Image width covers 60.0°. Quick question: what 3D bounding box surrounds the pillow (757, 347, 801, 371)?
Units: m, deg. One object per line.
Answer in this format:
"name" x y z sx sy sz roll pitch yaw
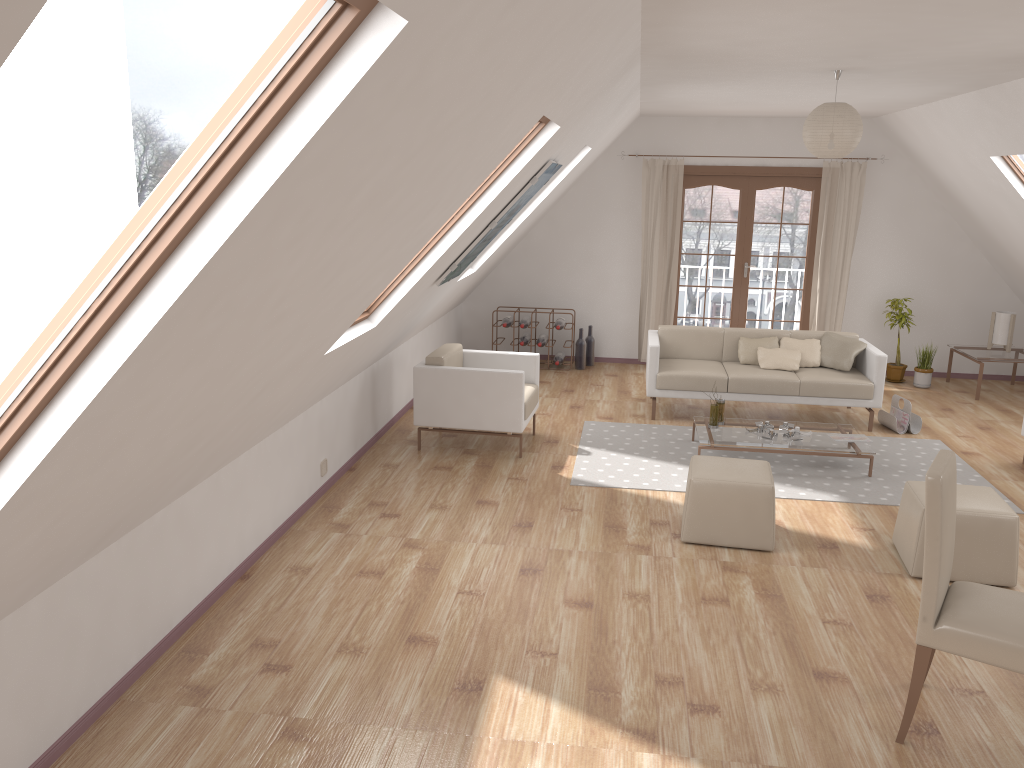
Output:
"pillow" 2.262 -0.208 7.511 0.363 0.170 0.227 4 13 13

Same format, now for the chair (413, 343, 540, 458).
"chair" -0.239 0.096 6.651 0.820 0.706 0.748 3 13 10

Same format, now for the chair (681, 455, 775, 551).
"chair" 1.233 0.653 5.040 0.506 0.394 0.506 4 13 12

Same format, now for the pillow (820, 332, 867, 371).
"pillow" 2.777 -0.280 7.525 0.269 0.276 0.424 -7 15 -32

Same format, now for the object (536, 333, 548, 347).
"object" 0.315 -0.451 9.402 0.109 0.109 0.435 3 13 8

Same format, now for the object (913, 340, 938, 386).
"object" 4.098 -0.205 8.786 0.234 0.480 0.209 -5 14 -25

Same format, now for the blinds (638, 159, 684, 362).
"blinds" 1.538 -1.280 9.363 0.423 2.130 0.120 2 13 5

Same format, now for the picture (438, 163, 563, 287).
"picture" -0.060 -1.002 5.542 0.683 0.738 0.650 3 13 8

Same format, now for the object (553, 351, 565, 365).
"object" 0.497 -0.259 9.419 0.109 0.109 0.435 3 13 8

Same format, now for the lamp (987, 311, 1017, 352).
"lamp" 4.818 -0.518 8.709 0.221 0.375 0.180 12 17 40

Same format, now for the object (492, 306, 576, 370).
"object" 0.231 -0.492 9.448 0.854 0.608 0.417 3 13 8

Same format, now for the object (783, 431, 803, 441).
"object" 1.990 0.366 6.274 0.064 0.051 0.143 -4 14 -22

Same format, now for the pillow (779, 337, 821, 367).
"pillow" 2.471 -0.272 7.617 0.351 0.225 0.196 4 13 12

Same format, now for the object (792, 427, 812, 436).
"object" 2.089 0.338 6.397 0.143 0.052 0.064 3 13 8

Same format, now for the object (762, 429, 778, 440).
"object" 1.831 0.357 6.295 0.064 0.052 0.143 11 16 37

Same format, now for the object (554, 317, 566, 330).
"object" 0.503 -0.626 9.337 0.109 0.109 0.435 3 13 8

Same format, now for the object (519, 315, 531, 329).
"object" 0.133 -0.644 9.386 0.109 0.109 0.435 3 13 8

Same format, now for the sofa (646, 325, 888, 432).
"sofa" 2.107 -0.082 7.609 1.880 0.706 0.820 3 13 8

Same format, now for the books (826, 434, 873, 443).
"books" 2.408 0.385 6.322 0.280 0.005 0.192 1 13 0

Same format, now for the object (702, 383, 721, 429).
"object" 1.477 0.145 6.495 0.184 0.359 0.123 -10 17 -39

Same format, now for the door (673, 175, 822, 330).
"door" 2.427 -1.166 9.357 1.546 2.001 0.098 3 13 8

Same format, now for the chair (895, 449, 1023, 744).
"chair" 1.759 0.799 3.125 0.618 0.999 0.477 9 15 31

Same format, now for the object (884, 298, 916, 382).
"object" 3.906 -0.452 9.015 0.311 0.846 0.307 1 13 0

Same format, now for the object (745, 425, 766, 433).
"object" 1.770 0.322 6.439 0.143 0.052 0.064 3 13 8

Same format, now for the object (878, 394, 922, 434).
"object" 3.185 0.239 7.274 0.212 0.267 0.315 0 13 -5

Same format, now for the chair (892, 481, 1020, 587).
"chair" 2.328 0.761 4.658 0.506 0.394 0.506 4 13 11

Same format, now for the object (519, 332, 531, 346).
"object" 0.130 -0.463 9.425 0.109 0.109 0.435 3 13 8

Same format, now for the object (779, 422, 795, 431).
"object" 2.028 0.303 6.542 0.064 0.052 0.143 11 16 37

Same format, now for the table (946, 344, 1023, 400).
"table" 4.740 -0.111 8.645 0.730 0.390 0.773 2 13 6

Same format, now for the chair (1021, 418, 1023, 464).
"chair" 4.103 0.311 6.067 0.820 0.706 0.748 0 13 -2

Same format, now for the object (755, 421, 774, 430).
"object" 1.869 0.296 6.563 0.064 0.052 0.143 -4 14 -22

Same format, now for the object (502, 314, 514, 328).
"object" -0.050 -0.655 9.404 0.110 0.110 0.439 3 13 8

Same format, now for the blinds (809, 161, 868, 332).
"blinds" 3.314 -1.187 9.090 0.424 2.129 0.123 2 13 3

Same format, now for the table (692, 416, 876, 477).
"table" 1.927 0.450 6.440 1.173 0.190 0.730 3 13 8

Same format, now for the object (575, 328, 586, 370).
"object" 0.724 -0.368 9.348 0.115 0.443 0.120 2 13 2

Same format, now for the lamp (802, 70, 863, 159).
"lamp" 1.902 -1.590 5.240 0.340 0.497 0.340 -11 18 -42

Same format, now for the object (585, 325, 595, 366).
"object" 0.837 -0.411 9.540 0.115 0.443 0.120 2 13 2

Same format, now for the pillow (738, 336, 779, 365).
"pillow" 2.134 -0.290 7.666 0.351 0.235 0.185 4 13 11

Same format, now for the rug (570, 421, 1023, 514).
"rug" 1.878 0.552 6.402 2.800 0.007 1.600 3 13 8

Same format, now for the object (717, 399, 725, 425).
"object" 1.552 0.207 6.615 0.075 0.185 0.075 12 17 38
